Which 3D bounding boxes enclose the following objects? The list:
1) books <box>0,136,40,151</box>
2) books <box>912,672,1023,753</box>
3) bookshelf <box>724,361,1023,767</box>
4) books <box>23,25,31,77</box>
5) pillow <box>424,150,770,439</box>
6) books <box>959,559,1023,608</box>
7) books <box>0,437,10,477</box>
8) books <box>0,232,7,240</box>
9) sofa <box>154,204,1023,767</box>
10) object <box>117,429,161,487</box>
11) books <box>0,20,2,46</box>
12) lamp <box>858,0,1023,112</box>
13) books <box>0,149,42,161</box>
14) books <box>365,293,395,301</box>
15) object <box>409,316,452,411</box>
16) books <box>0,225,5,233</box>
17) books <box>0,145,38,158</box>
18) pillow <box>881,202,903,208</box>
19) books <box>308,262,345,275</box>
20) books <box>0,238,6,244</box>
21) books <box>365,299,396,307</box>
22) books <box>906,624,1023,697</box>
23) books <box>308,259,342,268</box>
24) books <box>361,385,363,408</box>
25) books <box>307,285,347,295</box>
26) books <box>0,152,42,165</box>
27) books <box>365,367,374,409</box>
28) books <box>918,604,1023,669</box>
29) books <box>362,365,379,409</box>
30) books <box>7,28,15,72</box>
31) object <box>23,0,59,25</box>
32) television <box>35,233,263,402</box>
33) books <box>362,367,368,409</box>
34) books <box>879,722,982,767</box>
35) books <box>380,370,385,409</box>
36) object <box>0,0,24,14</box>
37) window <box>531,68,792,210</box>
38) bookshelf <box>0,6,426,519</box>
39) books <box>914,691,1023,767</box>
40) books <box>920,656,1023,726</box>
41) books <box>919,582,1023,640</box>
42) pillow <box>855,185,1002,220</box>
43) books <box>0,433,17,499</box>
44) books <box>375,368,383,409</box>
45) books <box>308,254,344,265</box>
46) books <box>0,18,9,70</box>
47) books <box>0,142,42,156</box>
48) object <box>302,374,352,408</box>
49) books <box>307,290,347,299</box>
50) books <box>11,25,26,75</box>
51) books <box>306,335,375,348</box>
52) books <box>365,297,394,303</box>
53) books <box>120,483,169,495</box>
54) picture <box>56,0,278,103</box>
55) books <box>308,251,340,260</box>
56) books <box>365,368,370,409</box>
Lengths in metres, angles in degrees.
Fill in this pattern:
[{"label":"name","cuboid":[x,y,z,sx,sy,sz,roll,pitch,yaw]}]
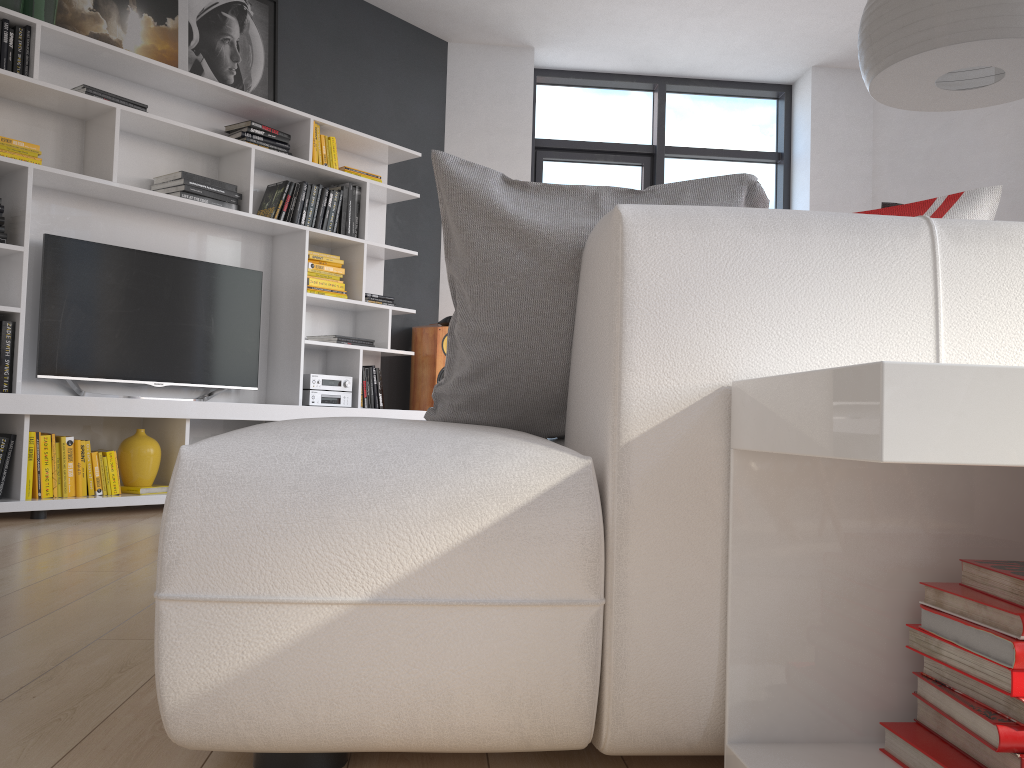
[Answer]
[{"label":"books","cuboid":[-2.108,-0.999,3.720,0.138,0.026,0.186,0,-3,40]},{"label":"books","cuboid":[0.591,0.343,0.923,0.266,0.026,0.187,2,-3,1]},{"label":"bookshelf","cuboid":[1.562,0.283,0.972,2.600,0.500,0.356,2,-3,-5]},{"label":"books","cuboid":[-2.076,-1.374,3.735,0.174,0.230,0.019,0,-3,40]},{"label":"pillow","cuboid":[1.225,-0.073,1.960,2.953,0.453,0.647,3,-3,-17]},{"label":"books","cuboid":[0.609,0.213,0.930,0.206,0.029,0.152,2,-3,1]},{"label":"books","cuboid":[-2.111,0.333,3.571,0.191,0.249,0.084,0,-3,40]},{"label":"books","cuboid":[-2.214,-0.608,3.568,0.189,0.025,0.270,0,-3,39]},{"label":"sofa","cuboid":[1.181,0.221,2.434,3.424,0.732,2.614,2,-3,-5]},{"label":"object","cuboid":[-1.692,0.333,4.025,0.185,0.257,0.185,1,-3,18]},{"label":"books","cuboid":[-2.149,-1.373,3.657,0.156,0.221,0.021,0,-3,40]},{"label":"lamp","cuboid":[2.442,-0.724,1.899,3.199,2.647,0.710,0,-3,31]},{"label":"books","cuboid":[-2.101,-0.950,3.715,0.148,0.011,0.196,0,-3,40]},{"label":"books","cuboid":[-0.824,-0.504,5.204,0.161,0.023,0.213,-1,-4,43]},{"label":"object","cuboid":[-0.486,0.130,5.535,0.290,1.088,0.434,4,-3,-35]},{"label":"books","cuboid":[-2.232,-0.636,3.575,0.209,0.030,0.266,0,-3,39]},{"label":"books","cuboid":[-2.089,-0.964,3.699,0.113,0.018,0.169,-1,-3,41]},{"label":"pillow","cuboid":[1.674,-0.068,1.673,2.120,0.436,0.608,2,-3,-9]},{"label":"books","cuboid":[-1.087,-0.638,4.965,0.176,0.033,0.239,-1,-4,43]},{"label":"books","cuboid":[-2.214,-0.583,3.565,0.189,0.026,0.263,0,-3,38]},{"label":"books","cuboid":[-0.812,-0.466,5.189,0.161,0.023,0.213,-1,-4,43]},{"label":"books","cuboid":[0.596,0.293,0.948,0.261,0.028,0.191,2,-3,-5]},{"label":"books","cuboid":[-1.092,-0.666,4.963,0.227,0.022,0.160,3,-3,-34]},{"label":"books","cuboid":[-0.931,0.008,5.085,0.202,0.268,0.053,0,-3,40]},{"label":"books","cuboid":[-1.088,-0.514,4.942,0.203,0.024,0.257,-1,-4,43]},{"label":"books","cuboid":[-2.099,-0.927,3.711,0.147,0.033,0.190,0,-3,40]},{"label":"books","cuboid":[-0.867,0.025,5.133,0.169,0.242,0.050,0,-3,40]},{"label":"books","cuboid":[0.602,0.265,0.933,0.269,0.028,0.179,2,-3,-4]},{"label":"books","cuboid":[-0.857,0.021,5.162,0.193,0.255,0.066,0,-3,40]},{"label":"books","cuboid":[-2.118,-1.362,3.694,0.147,0.200,0.021,0,-3,40]},{"label":"object","cuboid":[-2.048,-1.757,3.847,0.157,0.507,0.157,4,-3,-36]},{"label":"television","cuboid":[-1.695,-0.272,4.261,0.207,0.704,1.102,0,-3,40]},{"label":"books","cuboid":[-0.908,0.025,5.106,0.189,0.240,0.053,0,-3,40]},{"label":"books","cuboid":[0.582,0.405,0.920,0.301,0.032,0.227,2,-3,-5]},{"label":"books","cuboid":[-0.834,0.034,5.226,0.179,0.233,0.077,0,-3,40]},{"label":"object","cuboid":[-2.105,-1.765,3.691,0.157,0.507,0.157,4,-3,-36]},{"label":"window","cuboid":[1.052,-1.039,6.489,1.960,2.402,0.170,2,-3,-5]},{"label":"bookshelf","cuboid":[-1.601,-0.446,4.204,0.455,2.052,3.000,0,-3,40]},{"label":"books","cuboid":[0.599,0.373,0.930,0.259,0.034,0.206,2,-3,-2]},{"label":"books","cuboid":[0.601,0.318,0.931,0.257,0.025,0.182,2,-3,-5]},{"label":"books","cuboid":[0.600,0.240,0.938,0.254,0.025,0.178,2,-3,-5]},{"label":"pillow","cuboid":[1.349,-0.054,1.637,2.250,0.449,0.575,2,-3,-7]},{"label":"books","cuboid":[-2.090,0.330,3.598,0.197,0.260,0.066,0,-3,40]},{"label":"books","cuboid":[-0.832,0.028,5.180,0.177,0.242,0.066,0,-3,40]},{"label":"books","cuboid":[-1.083,-0.689,4.968,0.163,0.023,0.223,-1,-4,44]},{"label":"books","cuboid":[-2.137,-1.377,3.679,0.176,0.232,0.025,0,-3,40]},{"label":"books","cuboid":[-2.096,-0.979,3.714,0.134,0.014,0.187,0,-3,40]},{"label":"object","cuboid":[-1.075,0.041,4.901,0.270,0.174,0.285,0,-3,40]},{"label":"books","cuboid":[-1.080,-0.488,4.938,0.257,0.028,0.194,4,-4,-45]},{"label":"books","cuboid":[-2.099,-1.368,3.718,0.169,0.218,0.038,0,-3,40]},{"label":"books","cuboid":[-0.978,-0.238,5.062,0.250,0.047,0.310,0,-3,36]},{"label":"books","cuboid":[-0.814,-0.485,5.191,0.142,0.015,0.198,0,-3,39]},{"label":"books","cuboid":[-1.714,0.476,4.046,0.270,0.029,0.204,1,-3,25]},{"label":"picture","cuboid":[-1.705,-1.817,4.414,0.076,0.707,1.279,0,-3,40]},{"label":"books","cuboid":[-1.106,-0.713,4.976,0.163,0.023,0.223,-1,-4,44]},{"label":"books","cuboid":[-0.887,0.027,5.120,0.170,0.236,0.049,0,-3,41]}]
